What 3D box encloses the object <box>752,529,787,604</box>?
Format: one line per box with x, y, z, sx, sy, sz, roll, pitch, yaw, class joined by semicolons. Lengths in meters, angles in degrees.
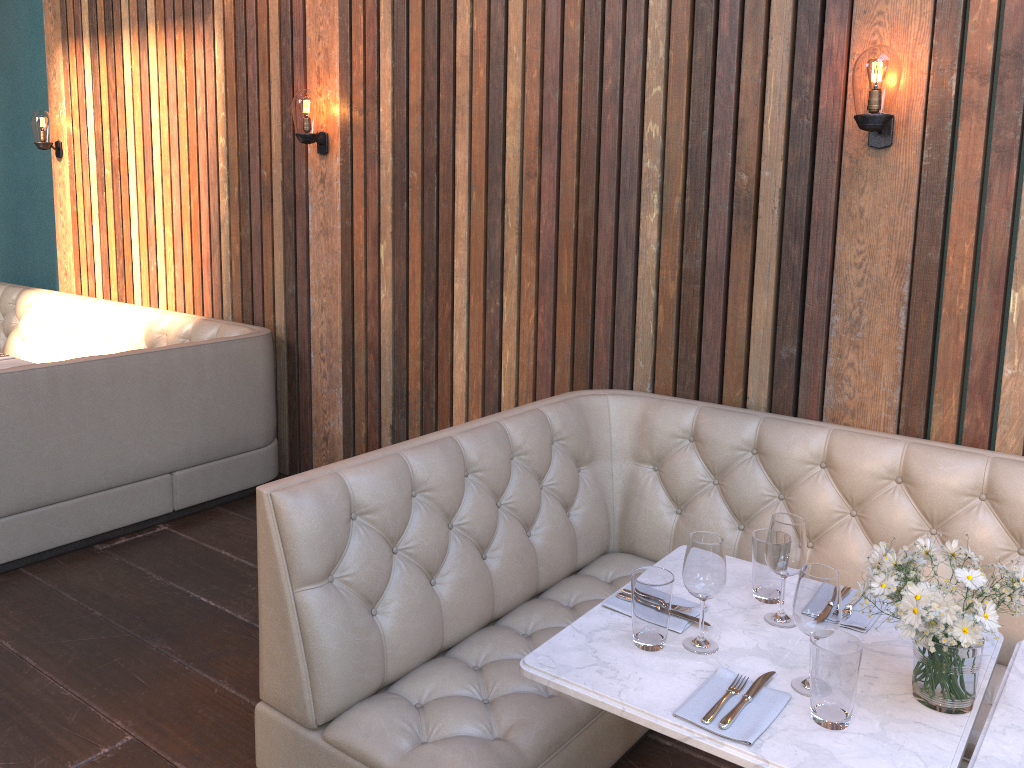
0.616;0.438;2.114;0.092;0.156;0.092;5;11;23;object

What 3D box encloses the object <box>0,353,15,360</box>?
-2.829;-0.140;4.753;0.158;0.019;0.257;10;15;36;object

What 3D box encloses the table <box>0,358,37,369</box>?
-2.982;0.243;4.591;0.802;0.665;0.804;9;13;35;table

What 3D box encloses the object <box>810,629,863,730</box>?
0.590;0.545;1.625;0.092;0.156;0.092;5;11;23;object

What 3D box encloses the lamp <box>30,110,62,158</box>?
-3.215;-1.725;6.099;0.147;0.317;0.179;8;12;36;lamp

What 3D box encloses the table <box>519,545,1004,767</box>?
0.553;0.891;1.961;0.802;0.665;0.804;9;13;35;table

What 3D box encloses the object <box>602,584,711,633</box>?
0.352;0.517;2.053;0.256;0.019;0.158;10;15;36;object

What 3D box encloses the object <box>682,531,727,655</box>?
0.407;0.442;1.880;0.092;0.242;0.093;0;9;-5;object

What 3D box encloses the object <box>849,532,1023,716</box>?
0.822;0.458;1.696;0.337;0.306;0.331;-8;14;-40;object

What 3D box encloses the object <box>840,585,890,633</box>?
0.771;0.521;2.069;0.158;0.019;0.257;10;15;36;object

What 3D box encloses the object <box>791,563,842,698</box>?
0.592;0.479;1.726;0.092;0.242;0.093;0;9;-5;object

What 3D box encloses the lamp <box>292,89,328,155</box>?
-1.023;-1.323;4.467;0.147;0.317;0.179;8;12;36;lamp

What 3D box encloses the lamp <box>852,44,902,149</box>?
1.168;-0.921;2.837;0.147;0.317;0.179;8;12;36;lamp

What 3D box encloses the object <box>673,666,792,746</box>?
0.432;0.598;1.691;0.158;0.019;0.257;10;15;36;object

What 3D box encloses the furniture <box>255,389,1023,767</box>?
1.472;0.847;1.809;4.177;0.850;1.721;10;15;36;furniture

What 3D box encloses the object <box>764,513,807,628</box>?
0.616;0.420;2.000;0.092;0.242;0.093;0;9;-5;object

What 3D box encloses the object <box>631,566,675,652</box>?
0.297;0.482;1.887;0.092;0.156;0.092;5;11;23;object

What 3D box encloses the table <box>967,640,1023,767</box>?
1.204;1.010;1.477;0.802;0.665;0.804;9;14;36;table

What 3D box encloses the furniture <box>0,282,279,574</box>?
-3.347;-0.036;5.394;4.177;0.850;1.721;10;15;36;furniture
